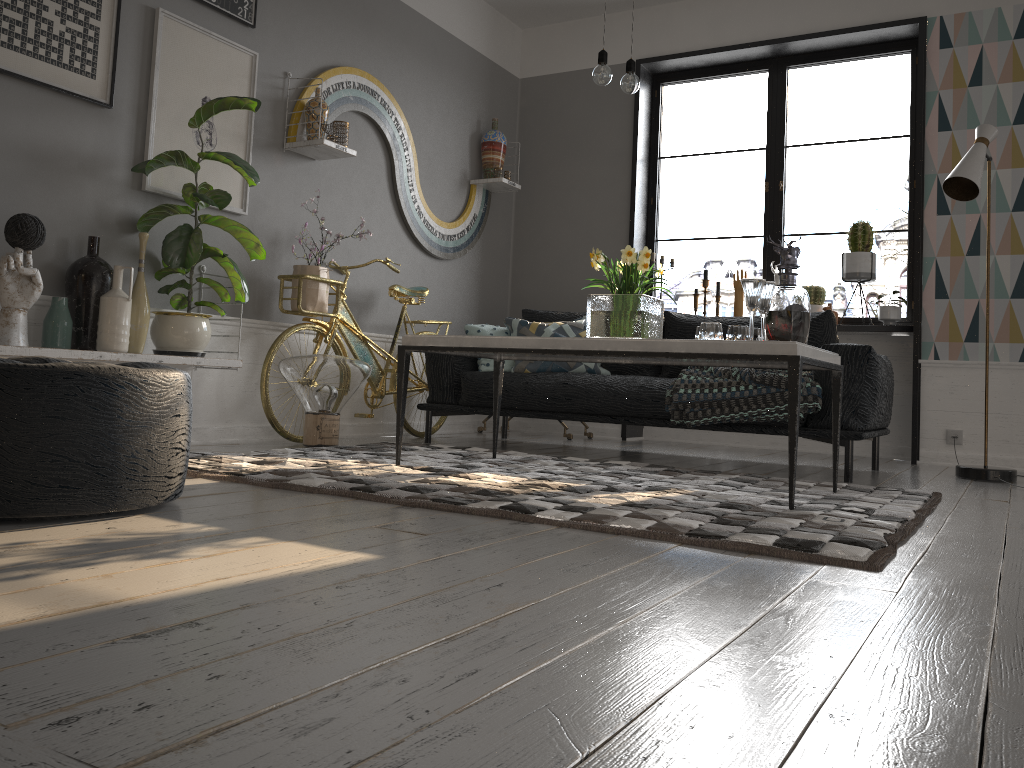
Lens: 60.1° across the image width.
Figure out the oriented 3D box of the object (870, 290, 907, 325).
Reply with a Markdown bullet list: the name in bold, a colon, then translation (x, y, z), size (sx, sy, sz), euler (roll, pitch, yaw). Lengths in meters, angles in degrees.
- **object**: translation (2.224, -0.448, 5.220), size (0.171, 0.204, 0.245), euler (1, -2, 32)

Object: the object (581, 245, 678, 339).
- **object**: translation (0.415, -0.322, 3.278), size (0.352, 0.352, 0.323), euler (2, -2, 32)

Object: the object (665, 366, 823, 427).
- **object**: translation (1.079, 0.031, 4.062), size (0.667, 0.330, 0.488), euler (2, -1, 25)

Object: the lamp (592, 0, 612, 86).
- **lamp**: translation (0.383, -1.880, 2.689), size (0.074, 1.542, 1.391), euler (3, -2, -1)

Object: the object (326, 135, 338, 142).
- **object**: translation (-0.947, -1.261, 4.651), size (0.062, 0.082, 0.062), euler (3, -2, 6)

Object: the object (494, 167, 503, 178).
- **object**: translation (-0.094, -1.419, 5.978), size (0.060, 0.079, 0.060), euler (2, -3, 19)

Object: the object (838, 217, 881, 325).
- **object**: translation (2.098, -0.688, 5.344), size (0.235, 0.673, 0.227), euler (3, -3, 1)

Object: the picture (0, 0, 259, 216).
- **picture**: translation (-1.335, -1.349, 0.162), size (4.042, 1.801, 7.268), euler (2, 0, 30)

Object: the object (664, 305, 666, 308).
- **object**: translation (1.031, -0.478, 6.082), size (0.084, 0.152, 0.084), euler (1, -4, 34)

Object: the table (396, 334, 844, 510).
- **table**: translation (0.377, 0.109, 3.230), size (1.457, 0.513, 0.729), euler (3, -1, 30)

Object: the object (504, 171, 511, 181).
- **object**: translation (-0.031, -1.416, 6.019), size (0.050, 0.058, 0.050), euler (2, -2, 20)

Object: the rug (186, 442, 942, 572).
- **rug**: translation (0.092, 0.336, 3.191), size (2.528, 0.034, 1.764), euler (3, 0, 30)

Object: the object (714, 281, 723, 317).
- **object**: translation (1.364, -0.537, 5.864), size (0.075, 0.302, 0.075), euler (5, -4, -29)

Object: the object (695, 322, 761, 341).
- **object**: translation (0.791, -0.168, 3.196), size (0.246, 0.088, 0.278), euler (3, 0, 8)

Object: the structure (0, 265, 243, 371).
- **structure**: translation (-1.988, -0.331, 2.802), size (0.308, 0.488, 2.766), euler (1, -1, 30)

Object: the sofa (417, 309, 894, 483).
- **sofa**: translation (0.700, -0.012, 4.618), size (2.342, 0.801, 0.967), euler (3, -1, 29)

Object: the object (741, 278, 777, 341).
- **object**: translation (0.839, -0.238, 3.017), size (0.082, 0.228, 0.167), euler (0, -4, 41)

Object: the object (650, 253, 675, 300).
- **object**: translation (1.000, -0.649, 6.023), size (0.144, 0.492, 0.162), euler (4, -4, -24)

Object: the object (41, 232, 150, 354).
- **object**: translation (-1.594, -0.369, 3.430), size (0.331, 0.490, 0.285), euler (3, -3, -10)

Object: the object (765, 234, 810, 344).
- **object**: translation (0.992, -0.329, 3.179), size (0.155, 0.419, 0.148), euler (6, -4, -41)

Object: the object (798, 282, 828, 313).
- **object**: translation (1.885, -0.504, 5.568), size (0.234, 0.284, 0.212), euler (3, -2, 4)

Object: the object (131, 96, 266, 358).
- **object**: translation (-1.339, -0.689, 3.801), size (0.566, 1.155, 0.415), euler (4, -4, -21)

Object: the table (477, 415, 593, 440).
- **table**: translation (0.170, 0.012, 6.028), size (0.743, 0.682, 0.338), euler (2, -3, 30)

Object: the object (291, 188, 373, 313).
- **object**: translation (-0.902, -0.664, 4.532), size (0.486, 0.644, 0.253), euler (5, -4, -42)

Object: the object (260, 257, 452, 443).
- **object**: translation (-0.745, -0.177, 4.858), size (0.427, 0.973, 1.620), euler (2, -1, 21)

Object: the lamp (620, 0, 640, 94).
- **lamp**: translation (0.498, -1.874, 2.767), size (0.074, 1.542, 1.391), euler (3, -2, -1)

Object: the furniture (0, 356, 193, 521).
- **furniture**: translation (-1.174, 0.109, 2.163), size (0.735, 0.358, 0.733), euler (3, -1, 17)

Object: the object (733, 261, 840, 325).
- **object**: translation (1.728, -0.569, 5.609), size (0.663, 0.411, 0.134), euler (2, -3, 31)

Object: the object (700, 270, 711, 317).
- **object**: translation (1.279, -0.579, 5.858), size (0.123, 0.377, 0.122), euler (0, -4, 34)

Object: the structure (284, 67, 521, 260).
- **structure**: translation (-0.549, -1.292, 5.314), size (0.267, 0.959, 2.015), euler (1, -2, 30)

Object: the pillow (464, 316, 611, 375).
- **pillow**: translation (0.144, -0.218, 4.894), size (0.799, 0.363, 0.442), euler (3, -2, 12)

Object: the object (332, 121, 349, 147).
- **object**: translation (-0.890, -1.286, 4.593), size (0.086, 0.140, 0.085), euler (2, -3, 22)

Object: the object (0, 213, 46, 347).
- **object**: translation (-1.763, -0.373, 3.165), size (0.136, 0.485, 0.154), euler (1, -4, 30)

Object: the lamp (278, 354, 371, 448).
- **lamp**: translation (-0.894, 0.080, 4.191), size (0.431, 0.439, 0.432), euler (4, -2, -29)

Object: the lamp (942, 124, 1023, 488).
- **lamp**: translation (2.507, -0.390, 4.360), size (0.680, 1.709, 1.241), euler (1, -3, 28)

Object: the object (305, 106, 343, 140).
- **object**: translation (-0.950, -1.300, 4.460), size (0.196, 0.166, 0.060), euler (4, -3, -26)
